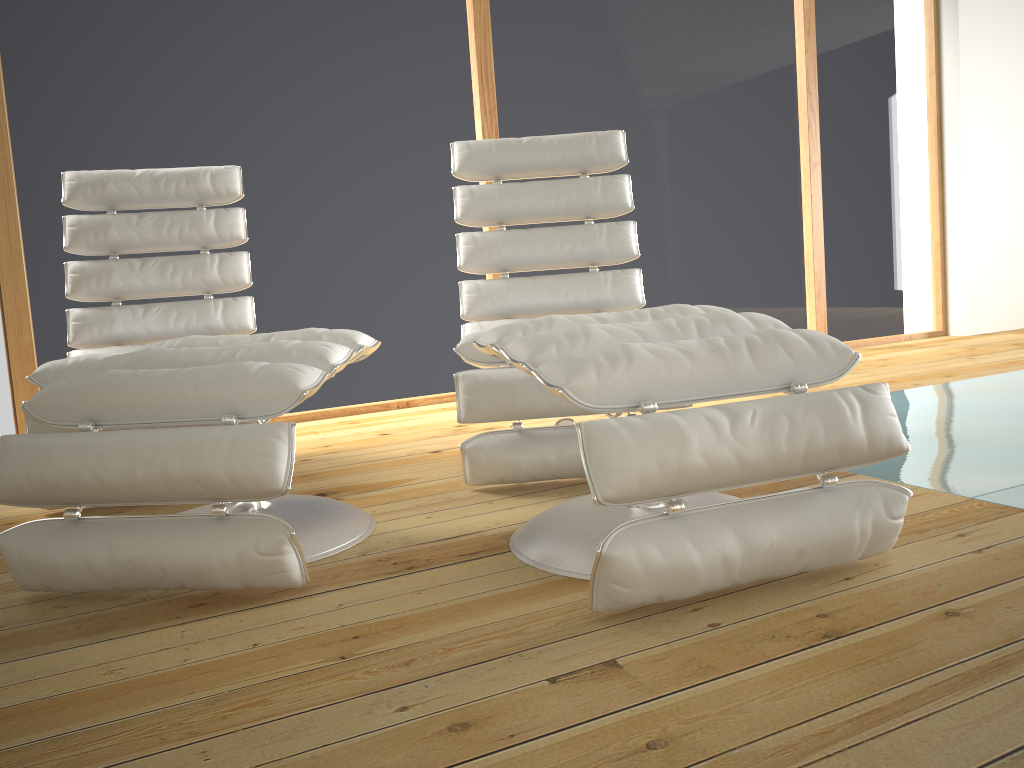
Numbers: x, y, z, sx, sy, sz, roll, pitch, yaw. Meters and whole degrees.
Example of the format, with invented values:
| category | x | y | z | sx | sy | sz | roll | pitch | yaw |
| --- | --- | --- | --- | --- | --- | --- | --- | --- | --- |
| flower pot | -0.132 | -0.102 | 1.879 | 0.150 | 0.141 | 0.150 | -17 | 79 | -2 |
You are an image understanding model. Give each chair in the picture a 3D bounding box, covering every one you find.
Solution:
| category | x | y | z | sx | sy | sz | roll | pitch | yaw |
| --- | --- | --- | --- | --- | --- | --- | --- | --- | --- |
| chair | 0.124 | -0.277 | 2.515 | 0.569 | 0.966 | 0.916 | -4 | 6 | 0 |
| chair | -1.062 | -0.208 | 2.639 | 0.570 | 0.966 | 0.916 | -6 | 6 | -15 |

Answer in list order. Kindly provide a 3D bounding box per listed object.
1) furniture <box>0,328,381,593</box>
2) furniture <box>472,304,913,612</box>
| category | x | y | z | sx | sy | sz | roll | pitch | yaw |
| --- | --- | --- | --- | --- | --- | --- | --- | --- | --- |
| furniture | -0.597 | 0.123 | 1.828 | 0.569 | 0.438 | 0.688 | -3 | 6 | 10 |
| furniture | 0.275 | 0.082 | 1.651 | 0.570 | 0.438 | 0.687 | -6 | 7 | -19 |
